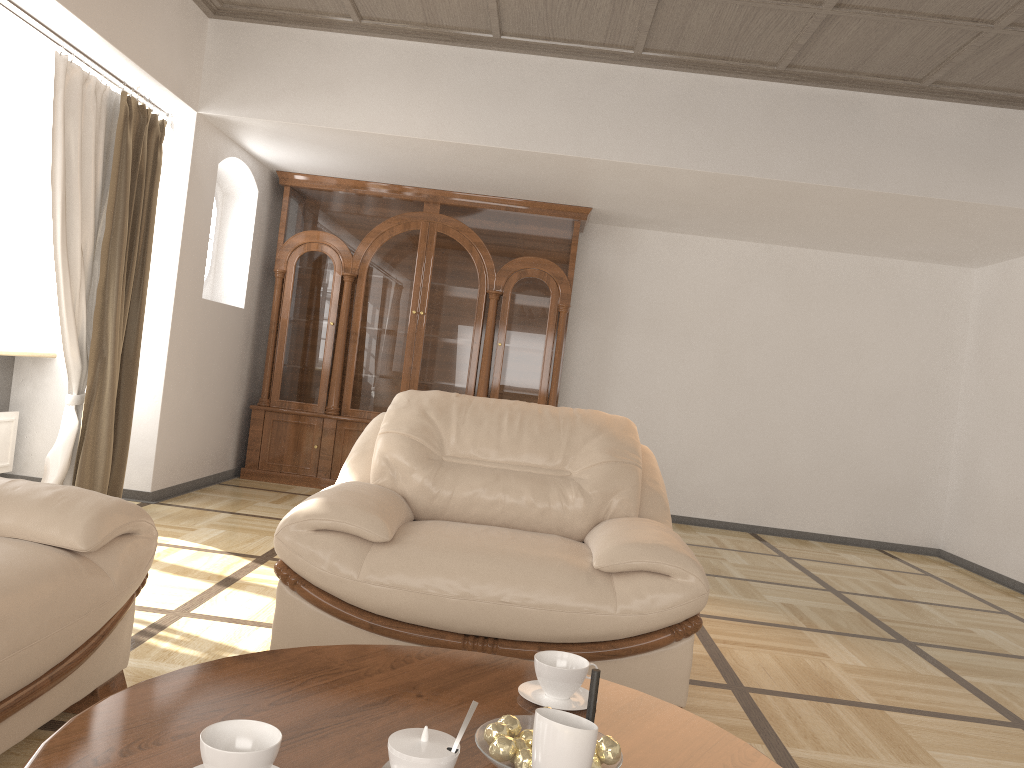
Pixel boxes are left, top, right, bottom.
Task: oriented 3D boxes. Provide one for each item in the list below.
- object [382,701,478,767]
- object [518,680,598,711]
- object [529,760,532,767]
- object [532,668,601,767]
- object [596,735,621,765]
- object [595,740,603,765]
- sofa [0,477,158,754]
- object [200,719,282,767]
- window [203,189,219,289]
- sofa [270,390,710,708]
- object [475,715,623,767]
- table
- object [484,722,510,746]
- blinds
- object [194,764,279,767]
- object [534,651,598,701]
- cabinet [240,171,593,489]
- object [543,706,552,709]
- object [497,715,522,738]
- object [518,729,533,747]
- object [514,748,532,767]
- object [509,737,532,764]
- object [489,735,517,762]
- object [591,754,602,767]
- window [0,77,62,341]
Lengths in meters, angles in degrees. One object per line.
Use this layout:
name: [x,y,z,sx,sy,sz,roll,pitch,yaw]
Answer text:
object: [-0.119,0.502,1.204,0.104,0.133,0.178,7,0,17]
object: [0.085,0.587,1.663,0.150,0.010,0.150,7,0,-9]
object: [0.045,0.559,1.286,0.041,0.040,0.037,7,0,15]
object: [0.066,0.486,1.160,0.119,0.210,0.119,7,0,-21]
object: [0.145,0.549,1.329,0.038,0.042,0.038,7,0,10]
object: [0.127,0.566,1.359,0.038,0.041,0.041,7,0,-14]
sofa: [-1.487,0.340,1.375,1.051,0.900,2.135,7,0,2]
object: [-0.364,0.498,1.174,0.105,0.071,0.114,7,0,-38]
window: [-2.139,-1.012,6.011,0.050,0.784,0.600,7,0,2]
sofa: [-0.047,0.509,3.100,1.318,0.900,1.052,7,0,2]
object: [0.054,0.570,1.353,0.227,0.039,0.227,7,0,27]
table: [-0.118,0.766,1.322,1.167,0.392,1.169,7,0,-3]
object: [-0.023,0.540,1.365,0.040,0.040,0.038,7,0,-19]
blinds: [-2.203,-0.463,2.294,0.285,2.294,5.765,7,0,2]
object: [-0.365,0.533,1.170,0.150,0.010,0.150,7,0,-13]
object: [0.094,0.553,1.661,0.114,0.071,0.105,7,0,17]
cabinet: [-0.712,-0.297,6.818,2.360,2.298,0.587,7,0,2]
object: [0.055,0.531,1.398,0.038,0.044,0.038,7,0,8]
object: [-0.006,0.543,1.400,0.039,0.039,0.041,7,0,-39]
object: [0.027,0.563,1.395,0.039,0.038,0.040,7,0,26]
object: [0.021,0.562,1.316,0.038,0.040,0.040,7,0,-38]
object: [0.010,0.561,1.357,0.040,0.037,0.040,7,0,27]
object: [-0.013,0.546,1.328,0.041,0.038,0.039,7,0,-45]
object: [0.113,0.567,1.317,0.039,0.039,0.041,7,0,-21]
window: [-2.661,-0.930,4.385,0.782,1.500,1.653,7,0,2]
